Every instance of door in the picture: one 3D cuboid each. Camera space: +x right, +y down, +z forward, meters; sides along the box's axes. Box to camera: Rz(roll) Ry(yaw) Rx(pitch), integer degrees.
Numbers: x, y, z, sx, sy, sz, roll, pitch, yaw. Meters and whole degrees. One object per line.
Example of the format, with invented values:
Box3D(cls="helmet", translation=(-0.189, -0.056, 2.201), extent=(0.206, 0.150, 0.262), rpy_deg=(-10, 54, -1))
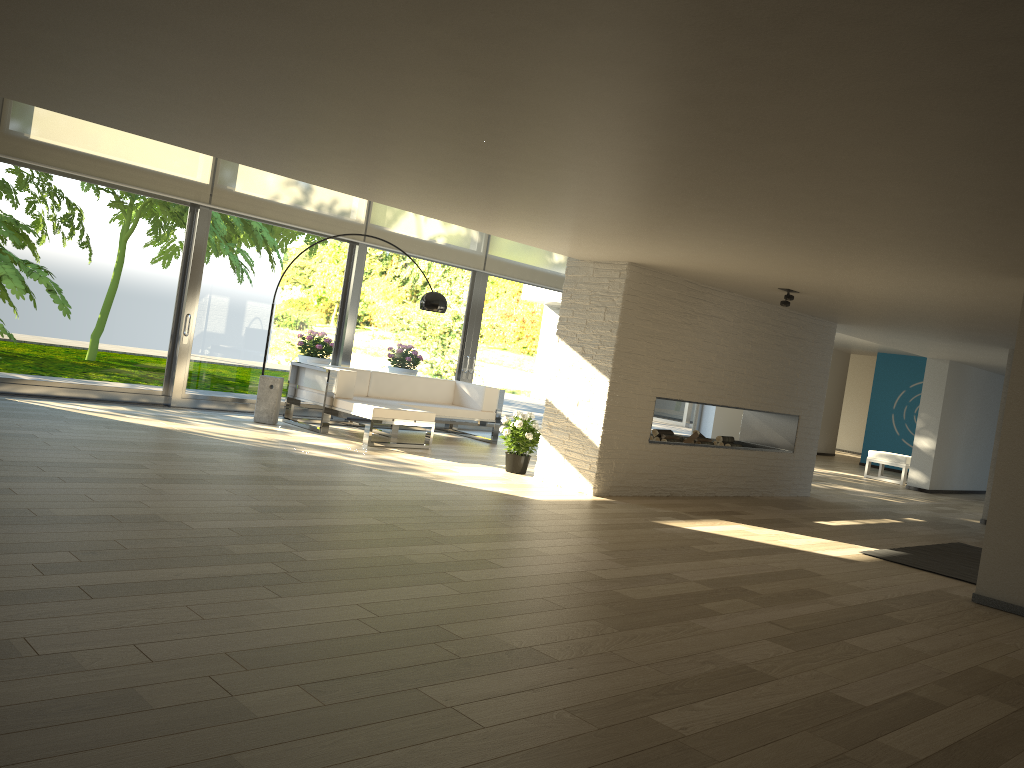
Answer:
Box3D(cls="door", translation=(1.334, -0.146, 12.236), extent=(22.928, 2.373, 19.461), rpy_deg=(7, 2, -44))

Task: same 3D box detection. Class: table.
Box3D(cls="table", translation=(0.950, 0.731, 10.164), extent=(1.219, 0.305, 1.221), rpy_deg=(7, 2, -44))

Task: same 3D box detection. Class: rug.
Box3D(cls="rug", translation=(3.573, 1.374, 6.805), extent=(1.997, 0.011, 0.980), rpy_deg=(7, 2, -44))

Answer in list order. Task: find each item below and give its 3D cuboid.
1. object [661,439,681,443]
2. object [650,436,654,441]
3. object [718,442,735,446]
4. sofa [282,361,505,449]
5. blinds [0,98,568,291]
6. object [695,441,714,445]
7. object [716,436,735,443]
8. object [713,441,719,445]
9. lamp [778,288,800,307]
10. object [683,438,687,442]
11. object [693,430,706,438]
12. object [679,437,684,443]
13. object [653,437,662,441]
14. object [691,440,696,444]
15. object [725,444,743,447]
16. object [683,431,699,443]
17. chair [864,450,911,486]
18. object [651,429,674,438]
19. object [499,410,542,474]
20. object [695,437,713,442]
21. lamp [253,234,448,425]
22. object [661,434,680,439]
Box3D(cls="object", translation=(1.520, 0.560, 8.471), extent=(0.237, 0.073, 0.082), rpy_deg=(7, 2, -45))
Box3D(cls="object", translation=(1.418, 0.541, 8.583), extent=(0.075, 0.074, 0.245), rpy_deg=(10, 2, 45))
Box3D(cls="object", translation=(2.249, 0.648, 9.289), extent=(0.076, 0.076, 0.236), rpy_deg=(10, 2, 45))
Box3D(cls="sofa", translation=(-1.041, 0.267, 9.657), extent=(2.402, 0.654, 1.547), rpy_deg=(7, 2, -44))
Box3D(cls="blinds", translation=(-0.309, -1.934, 11.518), extent=(11.519, 0.984, 0.056), rpy_deg=(7, 2, -44))
Box3D(cls="object", translation=(1.927, 0.611, 8.866), extent=(0.237, 0.073, 0.082), rpy_deg=(7, 2, -45))
Box3D(cls="object", translation=(2.242, 0.581, 9.319), extent=(0.237, 0.073, 0.082), rpy_deg=(7, 2, -45))
Box3D(cls="object", translation=(2.208, 0.640, 9.350), extent=(0.075, 0.074, 0.245), rpy_deg=(10, 2, 45))
Box3D(cls="lamp", translation=(2.351, -0.728, 7.582), extent=(0.234, 0.153, 0.135), rpy_deg=(7, 2, -44))
Box3D(cls="object", translation=(1.824, 0.592, 8.978), extent=(0.075, 0.074, 0.245), rpy_deg=(10, 2, 45))
Box3D(cls="object", translation=(1.928, 0.558, 9.020), extent=(0.093, 0.170, 0.271), rpy_deg=(10, 2, 45))
Box3D(cls="object", translation=(1.662, 0.570, 8.871), extent=(0.075, 0.074, 0.245), rpy_deg=(9, 2, 25))
Box3D(cls="object", translation=(1.459, 0.549, 8.521), extent=(0.076, 0.076, 0.236), rpy_deg=(10, 2, 45))
Box3D(cls="object", translation=(1.865, 0.600, 8.916), extent=(0.076, 0.076, 0.236), rpy_deg=(10, 2, 45))
Box3D(cls="object", translation=(2.310, 0.659, 9.239), extent=(0.237, 0.073, 0.082), rpy_deg=(7, 2, -45))
Box3D(cls="object", translation=(1.762, 0.542, 8.789), extent=(0.225, 0.165, 0.064), rpy_deg=(7, 2, -45))
Box3D(cls="chair", translation=(6.027, 1.327, 14.019), extent=(0.609, 0.442, 0.612), rpy_deg=(7, 2, -44))
Box3D(cls="object", translation=(1.453, 0.481, 8.557), extent=(0.093, 0.088, 0.260), rpy_deg=(10, 2, 45))
Box3D(cls="object", translation=(0.085, 0.532, 8.078), extent=(0.430, 0.571, 0.405), rpy_deg=(8, 1, -22))
Box3D(cls="object", translation=(1.925, 0.567, 8.909), extent=(0.229, 0.060, 0.064), rpy_deg=(7, 2, -43))
Box3D(cls="lamp", translation=(-1.577, -0.492, 8.885), extent=(1.753, 2.024, 0.282), rpy_deg=(9, 1, -1))
Box3D(cls="object", translation=(1.518, 0.517, 8.514), extent=(0.229, 0.060, 0.064), rpy_deg=(7, 2, -43))
